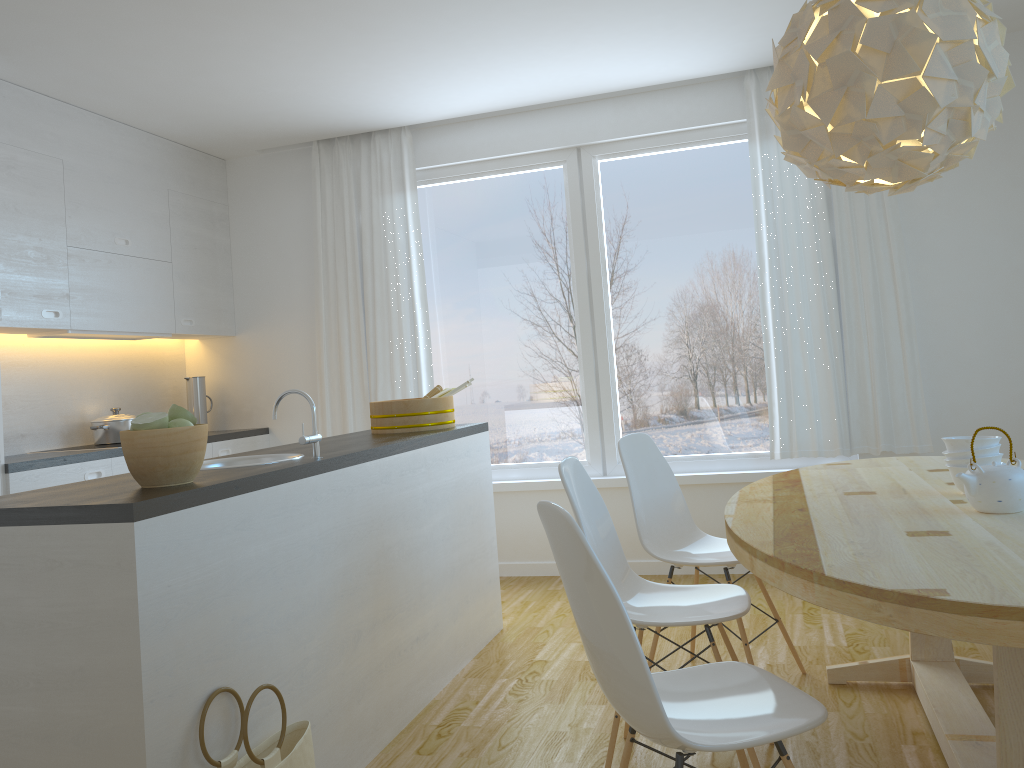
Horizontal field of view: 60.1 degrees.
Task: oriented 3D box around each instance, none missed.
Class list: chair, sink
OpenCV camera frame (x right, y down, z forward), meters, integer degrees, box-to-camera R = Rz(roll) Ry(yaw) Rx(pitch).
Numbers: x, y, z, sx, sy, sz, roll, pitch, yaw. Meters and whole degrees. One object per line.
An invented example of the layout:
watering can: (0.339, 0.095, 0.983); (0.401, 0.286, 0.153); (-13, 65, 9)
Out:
chair: (0.702, 0.625, 3.222); (0.521, 0.904, 0.430); (-6, -3, 36)
sink: (-0.852, 0.319, 2.775); (0.405, 0.157, 0.402); (-4, 0, -32)
chair: (0.360, 0.662, 1.768); (0.523, 0.904, 0.428); (-4, -3, -14)

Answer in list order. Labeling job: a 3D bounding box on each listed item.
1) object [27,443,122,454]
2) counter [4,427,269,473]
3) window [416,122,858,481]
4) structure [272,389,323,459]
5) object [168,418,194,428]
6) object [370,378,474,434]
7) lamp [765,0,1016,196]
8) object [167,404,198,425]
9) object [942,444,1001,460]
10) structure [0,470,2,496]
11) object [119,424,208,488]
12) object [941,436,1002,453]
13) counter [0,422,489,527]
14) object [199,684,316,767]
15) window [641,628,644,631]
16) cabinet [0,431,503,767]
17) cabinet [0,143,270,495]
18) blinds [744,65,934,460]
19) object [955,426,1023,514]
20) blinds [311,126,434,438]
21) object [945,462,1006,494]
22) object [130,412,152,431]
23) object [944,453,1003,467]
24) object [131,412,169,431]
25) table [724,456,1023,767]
object: (-2.115, 0.328, 4.751); (0.561, 0.013, 0.654); (-4, 0, 16)
counter: (-2.112, 0.346, 4.745); (0.599, 0.040, 2.000); (-4, 0, 16)
window: (0.472, -0.430, 5.165); (2.722, 1.924, 0.088); (-5, -3, 16)
structure: (-0.674, 0.124, 2.701); (0.162, 0.216, 0.097); (-5, -3, 16)
object: (-0.827, 0.128, 2.204); (0.081, 0.086, 0.097); (-4, -1, -19)
object: (-0.432, 0.098, 4.003); (0.377, 0.215, 0.430); (-5, -1, 45)
lamp: (1.035, -1.091, 2.526); (0.646, 1.138, 0.638); (-5, -2, 16)
object: (-0.846, 0.085, 2.269); (0.077, 0.072, 0.074); (-5, -2, 41)
object: (1.297, 0.219, 2.493); (0.150, 0.096, 0.152); (-5, -1, 33)
structure: (-2.195, 0.490, 3.412); (0.049, 0.598, 0.560); (-5, -2, 16)
object: (-0.860, 0.179, 2.200); (0.205, 0.142, 0.205); (-4, -1, -22)
object: (1.298, 0.191, 2.494); (0.151, 0.087, 0.152); (-5, -1, 44)
counter: (-0.735, 0.254, 3.070); (0.600, 0.040, 2.400); (-4, 0, 16)
object: (-0.115, 0.902, 2.054); (1.190, 0.503, 0.470); (-4, -1, -6)
window: (1.407, -0.420, 1.848); (2.545, 2.060, 1.878); (-5, -2, 16)
cabinet: (-0.699, 0.728, 3.044); (0.600, 0.912, 2.400); (-5, 0, 16)
cabinet: (-2.246, 0.039, 4.171); (0.480, 2.307, 3.199); (-5, -1, 16)
blinds: (1.663, -0.700, 4.623); (0.793, 2.167, 0.150); (-5, -3, 16)
object: (1.194, 0.212, 2.219); (0.177, 0.212, 0.147); (-5, -2, 16)
blinds: (-0.887, -0.512, 5.363); (0.793, 2.167, 0.150); (-5, -3, 16)
object: (1.305, 0.266, 2.486); (0.152, 0.083, 0.151); (-4, 0, -34)
object: (-0.906, 0.119, 2.227); (0.086, 0.099, 0.102); (-6, -2, 37)
object: (1.301, 0.243, 2.490); (0.152, 0.093, 0.150); (-4, -1, -35)
object: (-0.877, 0.103, 2.144); (0.085, 0.065, 0.084); (-5, -1, 28)
table: (1.221, 0.679, 2.401); (1.192, 0.727, 2.189); (-4, 0, 15)
